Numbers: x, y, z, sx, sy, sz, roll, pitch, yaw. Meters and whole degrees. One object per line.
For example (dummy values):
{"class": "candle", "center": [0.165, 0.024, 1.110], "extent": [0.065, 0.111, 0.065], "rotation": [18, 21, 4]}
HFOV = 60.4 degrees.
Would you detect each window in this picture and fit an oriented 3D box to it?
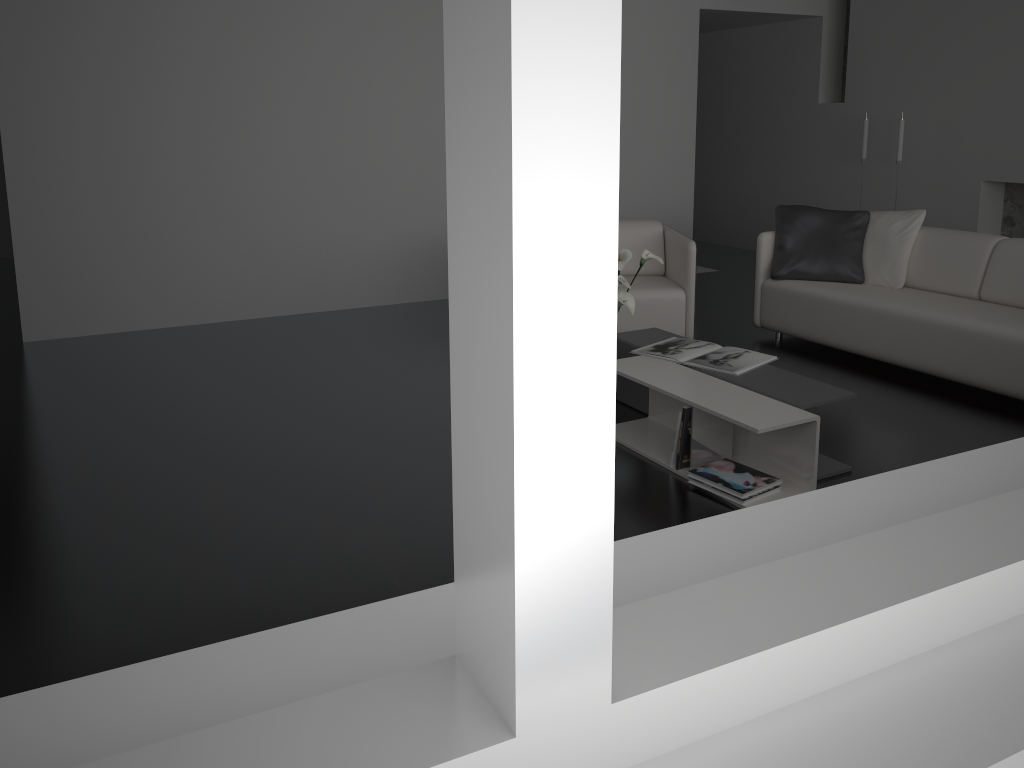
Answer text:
{"class": "window", "center": [1.755, -0.649, 1.428], "extent": [8.095, 1.400, 0.112], "rotation": [-9, 13, -26]}

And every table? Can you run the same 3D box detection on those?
{"class": "table", "center": [0.896, 0.048, 3.885], "extent": [0.300, 0.306, 1.284], "rotation": [-7, 18, -27]}
{"class": "table", "center": [0.738, 0.160, 3.516], "extent": [0.300, 0.306, 0.989], "rotation": [-8, 18, -27]}

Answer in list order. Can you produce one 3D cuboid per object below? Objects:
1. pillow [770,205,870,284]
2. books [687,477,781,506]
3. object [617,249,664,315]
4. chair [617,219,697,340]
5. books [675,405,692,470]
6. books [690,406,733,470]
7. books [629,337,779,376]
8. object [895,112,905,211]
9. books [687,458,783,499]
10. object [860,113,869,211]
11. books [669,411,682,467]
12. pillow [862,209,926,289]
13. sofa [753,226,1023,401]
{"class": "pillow", "center": [1.890, -0.861, 5.397], "extent": [0.566, 0.439, 0.284], "rotation": [4, 13, 17]}
{"class": "books", "center": [0.821, 0.371, 3.262], "extent": [0.215, 0.016, 0.268], "rotation": [-12, 20, -34]}
{"class": "object", "center": [0.401, -0.219, 3.965], "extent": [0.452, 0.779, 0.382], "rotation": [-12, 16, -42]}
{"class": "chair", "center": [0.672, -0.667, 5.528], "extent": [0.767, 0.646, 0.943], "rotation": [-1, 15, -2]}
{"class": "books", "center": [0.747, 0.194, 3.436], "extent": [0.235, 0.257, 0.051], "rotation": [-8, 13, -28]}
{"class": "books", "center": [0.777, 0.189, 3.418], "extent": [0.206, 0.277, 0.007], "rotation": [-7, 13, -28]}
{"class": "books", "center": [0.853, -0.134, 3.932], "extent": [0.555, 0.016, 0.363], "rotation": [15, 23, 42]}
{"class": "object", "center": [3.102, -1.486, 7.111], "extent": [0.181, 1.364, 0.183], "rotation": [-6, 12, -26]}
{"class": "books", "center": [0.828, 0.348, 3.282], "extent": [0.229, 0.016, 0.268], "rotation": [-12, 20, -34]}
{"class": "object", "center": [2.995, -1.618, 7.551], "extent": [0.181, 1.364, 0.183], "rotation": [-6, 12, -26]}
{"class": "books", "center": [0.730, 0.198, 3.463], "extent": [0.228, 0.233, 0.071], "rotation": [-8, 13, -28]}
{"class": "pillow", "center": [2.200, -0.829, 5.392], "extent": [0.326, 0.488, 0.594], "rotation": [-10, 17, -36]}
{"class": "sofa", "center": [2.455, -0.450, 4.768], "extent": [0.925, 0.644, 2.285], "rotation": [-8, 18, -27]}
